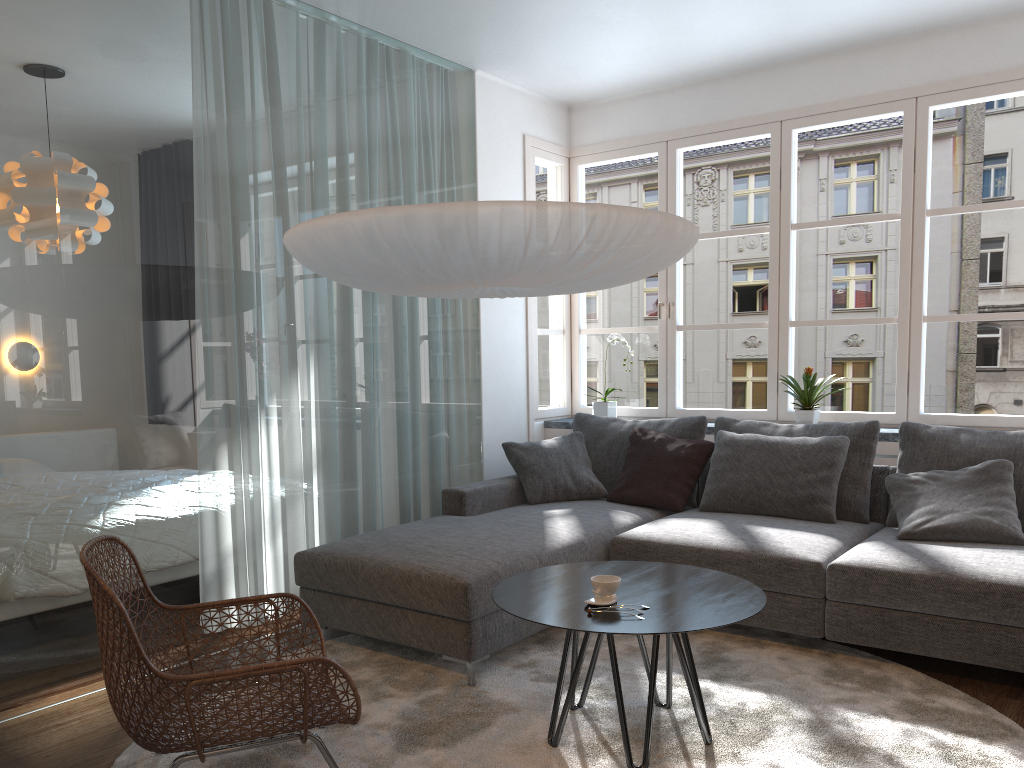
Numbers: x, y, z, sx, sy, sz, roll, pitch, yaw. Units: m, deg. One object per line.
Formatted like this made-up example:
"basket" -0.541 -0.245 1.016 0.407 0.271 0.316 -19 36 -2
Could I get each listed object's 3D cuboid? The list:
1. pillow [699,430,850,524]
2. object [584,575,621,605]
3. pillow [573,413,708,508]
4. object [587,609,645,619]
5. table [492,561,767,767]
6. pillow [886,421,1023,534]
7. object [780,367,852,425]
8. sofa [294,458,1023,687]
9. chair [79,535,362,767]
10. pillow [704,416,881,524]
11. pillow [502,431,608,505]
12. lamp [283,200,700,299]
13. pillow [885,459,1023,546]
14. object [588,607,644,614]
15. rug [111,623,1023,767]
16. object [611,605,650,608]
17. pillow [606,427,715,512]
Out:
"pillow" 1.263 0.440 4.276 0.666 0.400 0.291 1 5 36
"object" 0.266 0.622 2.654 0.138 0.069 0.091 -3 4 -42
"pillow" 0.651 0.409 4.885 0.835 0.481 0.274 1 5 37
"object" 0.294 0.653 2.513 0.168 0.015 0.014 0 4 24
"table" 0.364 0.888 2.801 0.846 0.475 0.844 1 3 39
"pillow" 2.088 0.415 3.830 0.835 0.480 0.274 1 5 37
"object" 1.604 0.070 4.717 0.376 0.330 0.321 0 4 11
"sofa" 0.886 0.755 3.680 3.064 0.676 2.031 0 3 36
"chair" -0.835 0.788 2.537 0.685 0.714 0.715 -3 4 -21
"pillow" 1.358 0.410 4.379 0.838 0.478 0.275 1 5 37
"pillow" 0.231 0.455 4.826 0.515 0.362 0.345 -2 4 -14
"lamp" -0.070 -0.435 3.211 1.468 0.211 1.464 -2 2 -17
"pillow" 1.849 0.482 3.715 0.492 0.323 0.442 0 3 18
"object" 0.301 0.651 2.554 0.163 0.016 0.025 -1 3 11
"rug" 0.206 1.123 2.825 2.837 0.012 2.823 -1 2 16
"object" 0.342 0.652 2.595 0.124 0.010 0.026 -1 2 3
"pillow" 0.764 0.439 4.612 0.520 0.406 0.309 2 5 38
